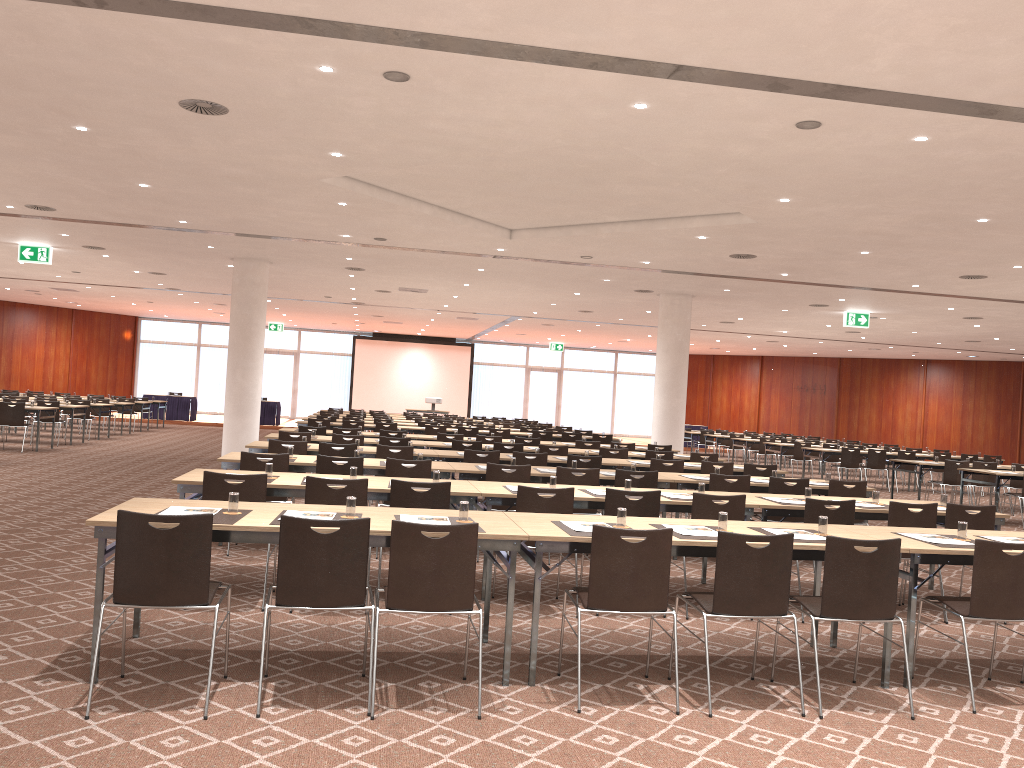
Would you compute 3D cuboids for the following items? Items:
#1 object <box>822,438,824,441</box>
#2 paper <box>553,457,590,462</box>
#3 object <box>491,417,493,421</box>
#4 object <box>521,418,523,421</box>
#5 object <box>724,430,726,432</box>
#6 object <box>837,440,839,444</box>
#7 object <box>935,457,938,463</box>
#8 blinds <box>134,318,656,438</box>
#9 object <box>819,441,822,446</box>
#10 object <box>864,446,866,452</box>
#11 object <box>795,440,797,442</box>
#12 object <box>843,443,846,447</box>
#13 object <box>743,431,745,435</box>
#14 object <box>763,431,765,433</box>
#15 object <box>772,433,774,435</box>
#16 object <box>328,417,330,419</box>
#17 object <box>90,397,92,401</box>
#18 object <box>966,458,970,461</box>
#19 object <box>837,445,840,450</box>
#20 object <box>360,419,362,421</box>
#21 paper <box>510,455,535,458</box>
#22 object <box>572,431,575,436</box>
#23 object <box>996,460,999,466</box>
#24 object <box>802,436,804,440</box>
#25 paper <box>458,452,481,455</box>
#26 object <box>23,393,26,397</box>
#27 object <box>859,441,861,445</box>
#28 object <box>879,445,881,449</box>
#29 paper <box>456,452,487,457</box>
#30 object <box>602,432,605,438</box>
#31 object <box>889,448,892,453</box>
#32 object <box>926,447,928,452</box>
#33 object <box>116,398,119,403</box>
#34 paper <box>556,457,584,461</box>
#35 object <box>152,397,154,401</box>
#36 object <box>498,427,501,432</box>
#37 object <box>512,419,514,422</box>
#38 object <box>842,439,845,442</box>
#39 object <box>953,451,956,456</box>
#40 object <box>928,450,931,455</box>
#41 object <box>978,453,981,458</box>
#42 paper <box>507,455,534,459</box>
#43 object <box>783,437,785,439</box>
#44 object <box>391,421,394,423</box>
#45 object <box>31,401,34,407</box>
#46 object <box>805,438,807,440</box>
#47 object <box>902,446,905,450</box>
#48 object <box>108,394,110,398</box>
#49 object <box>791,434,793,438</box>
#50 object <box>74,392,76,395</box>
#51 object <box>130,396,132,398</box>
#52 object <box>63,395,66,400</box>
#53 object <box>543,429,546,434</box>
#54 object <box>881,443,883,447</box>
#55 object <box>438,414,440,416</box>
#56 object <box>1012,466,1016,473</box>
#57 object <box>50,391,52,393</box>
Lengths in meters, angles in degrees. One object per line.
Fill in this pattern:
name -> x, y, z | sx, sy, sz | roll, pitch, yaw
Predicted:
object -> 9.322, 1.661, 26.548 | 0.054, 0.114, 0.054 | 4, -1, -43
paper -> 0.804, 0.969, 11.354 | 0.460, 0.003, 0.565 | 4, -1, -11
object -> -0.613, 1.072, 26.939 | 0.054, 0.114, 0.054 | 3, 0, 24
object -> 0.331, 1.163, 29.122 | 0.054, 0.114, 0.054 | 4, -1, -43
object -> 6.757, 1.532, 28.157 | 0.054, 0.114, 0.054 | 4, 0, -21
object -> 9.005, 1.609, 24.476 | 0.054, 0.114, 0.054 | 4, -1, -43
object -> 8.007, 1.426, 16.719 | 0.054, 0.114, 0.054 | 4, 0, -21
blinds -> -4.259, -0.111, 38.279 | 22.854, 3.816, 0.115 | 4, 0, -9
object -> 7.743, 1.498, 22.246 | 0.054, 0.114, 0.054 | 4, -1, -43
object -> 8.067, 1.486, 20.265 | 0.054, 0.114, 0.054 | 4, -1, -43
object -> 7.094, 1.457, 22.135 | 0.054, 0.114, 0.054 | 4, -1, -43
object -> 8.384, 1.538, 22.350 | 0.054, 0.114, 0.054 | 4, -1, -43
object -> 7.398, 1.573, 28.271 | 0.054, 0.114, 0.054 | 4, 0, -21
object -> 8.675, 1.684, 30.504 | 0.054, 0.114, 0.054 | 4, -1, -43
object -> 8.362, 1.633, 28.418 | 0.054, 0.114, 0.054 | 4, -1, -43
object -> -3.781, 0.745, 18.312 | 0.054, 0.114, 0.054 | 4, -1, -43
object -> -11.008, 0.390, 23.176 | 0.054, 0.114, 0.054 | 4, 0, -21
object -> 8.643, 1.466, 16.812 | 0.054, 0.114, 0.054 | 4, 0, -21
object -> 7.428, 1.446, 20.162 | 0.054, 0.114, 0.054 | 4, -1, -43
object -> -3.137, 0.786, 18.417 | 0.054, 0.114, 0.054 | 3, 0, 24
paper -> 0.131, 0.924, 11.301 | 0.283, 0.006, 0.398 | 4, -1, -11
object -> 1.330, 1.065, 19.148 | 0.054, 0.114, 0.054 | 3, 0, 24
object -> 9.272, 1.505, 16.927 | 0.054, 0.114, 0.054 | 4, 0, -21
object -> 8.679, 1.621, 26.452 | 0.054, 0.114, 0.054 | 4, -1, -43
paper -> -0.533, 0.883, 11.214 | 0.283, 0.006, 0.398 | 4, -1, -8
object -> -12.604, 0.290, 22.918 | 0.054, 0.114, 0.054 | 4, -1, -43
object -> 9.644, 1.649, 24.576 | 0.054, 0.114, 0.054 | 4, -1, -43
object -> 9.343, 1.598, 22.515 | 0.054, 0.114, 0.054 | 3, 0, 24
paper -> -0.448, 0.891, 11.147 | 0.460, 0.003, 0.565 | 4, -1, -8
object -> 1.983, 1.105, 19.251 | 0.054, 0.114, 0.054 | 4, -1, -43
object -> 8.705, 1.526, 20.383 | 0.054, 0.114, 0.054 | 4, -1, -43
object -> 10.627, 1.678, 22.712 | 0.054, 0.114, 0.054 | 3, 0, 24
object -> -10.363, 0.430, 23.292 | 0.054, 0.114, 0.054 | 4, 0, -21
paper -> 0.740, 0.962, 11.407 | 0.283, 0.006, 0.398 | 4, -1, -9
object -> -11.023, 0.453, 27.239 | 0.054, 0.114, 0.054 | 4, 0, -21
object -> -0.262, 0.965, 18.884 | 0.054, 0.114, 0.054 | 4, -1, -43
object -> 0.019, 1.111, 27.043 | 0.054, 0.114, 0.054 | 3, 0, 24
object -> 9.968, 1.701, 26.664 | 0.054, 0.114, 0.054 | 4, -1, -43
object -> 10.306, 1.626, 20.646 | 0.054, 0.114, 0.054 | 3, 0, 24
object -> 9.664, 1.586, 20.542 | 0.054, 0.114, 0.054 | 3, 0, 24
object -> 10.935, 1.665, 20.738 | 0.054, 0.114, 0.054 | 3, 0, 24
paper -> 0.188, 0.930, 11.227 | 0.460, 0.003, 0.565 | 4, -1, -9
object -> 7.420, 1.510, 24.218 | 0.054, 0.114, 0.054 | 4, 0, -21
object -> -2.492, 0.826, 18.510 | 0.054, 0.114, 0.054 | 3, 0, 24
object -> -9.395, 0.394, 17.366 | 0.054, 0.114, 0.054 | 4, -1, -43
object -> 8.063, 1.550, 24.320 | 0.054, 0.114, 0.054 | 4, 0, -21
object -> 9.981, 1.638, 22.620 | 0.054, 0.114, 0.054 | 3, 0, 24
object -> -12.293, 0.374, 27.024 | 0.054, 0.114, 0.054 | 4, 0, -21
object -> 8.998, 1.672, 28.529 | 0.054, 0.114, 0.054 | 4, -1, -43
object -> -13.252, 0.314, 26.868 | 0.054, 0.114, 0.054 | 4, -1, -43
object -> -11.655, 0.414, 27.132 | 0.054, 0.114, 0.054 | 4, 0, -21
object -> -11.651, 0.350, 23.080 | 0.054, 0.114, 0.054 | 4, 0, -21
object -> 0.701, 1.025, 19.049 | 0.054, 0.114, 0.054 | 3, 0, 24
object -> 10.300, 1.690, 24.690 | 0.054, 0.114, 0.054 | 4, -1, -43
object -> -2.203, 0.972, 26.676 | 0.054, 0.114, 0.054 | 3, 0, 24
object -> 8.334, 1.414, 14.731 | 0.054, 0.114, 0.054 | 4, 0, -21
object -> -13.902, 0.273, 26.753 | 0.054, 0.114, 0.054 | 4, -1, -43
